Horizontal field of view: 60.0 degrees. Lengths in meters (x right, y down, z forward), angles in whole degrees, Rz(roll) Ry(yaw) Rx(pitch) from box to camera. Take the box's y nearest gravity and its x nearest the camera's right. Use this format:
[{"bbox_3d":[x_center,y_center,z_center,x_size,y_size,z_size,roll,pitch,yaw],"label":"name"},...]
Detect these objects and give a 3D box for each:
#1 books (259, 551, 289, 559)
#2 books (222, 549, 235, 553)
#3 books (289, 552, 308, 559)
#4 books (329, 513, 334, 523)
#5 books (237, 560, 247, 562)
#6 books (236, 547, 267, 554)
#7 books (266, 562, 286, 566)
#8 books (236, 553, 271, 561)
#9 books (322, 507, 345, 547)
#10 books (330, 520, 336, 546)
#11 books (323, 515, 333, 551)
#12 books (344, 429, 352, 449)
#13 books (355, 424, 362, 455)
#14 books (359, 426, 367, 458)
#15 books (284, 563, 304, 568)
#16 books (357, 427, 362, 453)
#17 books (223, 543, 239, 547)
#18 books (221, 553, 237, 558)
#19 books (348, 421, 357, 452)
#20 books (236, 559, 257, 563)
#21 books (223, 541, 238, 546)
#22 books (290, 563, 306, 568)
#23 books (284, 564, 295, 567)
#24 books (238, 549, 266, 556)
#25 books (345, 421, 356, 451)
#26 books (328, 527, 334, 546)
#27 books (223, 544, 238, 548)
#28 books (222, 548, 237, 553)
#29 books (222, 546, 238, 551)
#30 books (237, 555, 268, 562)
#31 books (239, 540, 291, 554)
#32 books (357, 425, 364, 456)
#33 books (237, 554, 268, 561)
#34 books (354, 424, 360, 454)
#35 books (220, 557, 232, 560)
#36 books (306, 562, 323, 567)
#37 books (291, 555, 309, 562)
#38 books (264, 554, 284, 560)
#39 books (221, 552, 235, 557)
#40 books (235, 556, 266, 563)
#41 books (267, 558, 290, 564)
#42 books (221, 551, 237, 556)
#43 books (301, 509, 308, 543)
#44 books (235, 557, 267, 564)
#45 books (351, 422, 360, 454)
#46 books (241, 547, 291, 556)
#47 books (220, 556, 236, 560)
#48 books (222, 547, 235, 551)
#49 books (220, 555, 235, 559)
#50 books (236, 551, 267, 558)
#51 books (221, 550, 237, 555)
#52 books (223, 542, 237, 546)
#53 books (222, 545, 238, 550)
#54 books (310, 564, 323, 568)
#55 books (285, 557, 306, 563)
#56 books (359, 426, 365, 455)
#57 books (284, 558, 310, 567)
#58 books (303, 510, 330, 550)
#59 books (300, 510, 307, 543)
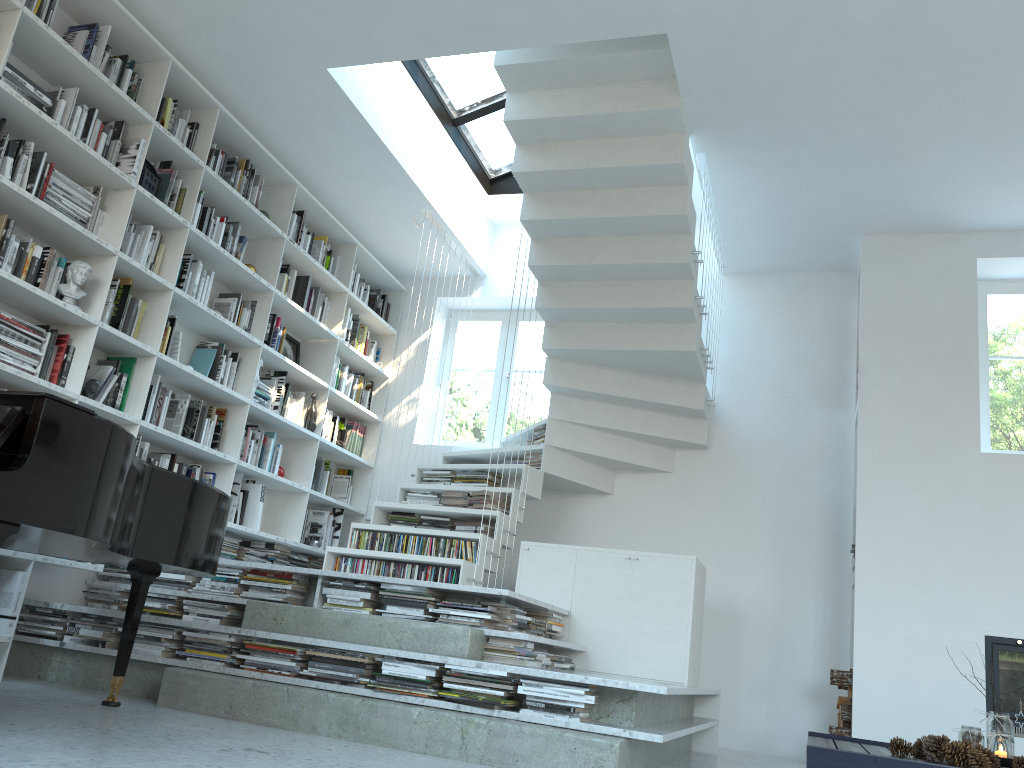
[{"bbox_3d":[-1.621,1.121,5.839,0.243,0.015,0.165,1,-18,22],"label":"books"},{"bbox_3d":[-1.822,1.000,5.385,0.161,0.005,0.255,2,-18,19],"label":"books"},{"bbox_3d":[-1.580,1.164,6.101,0.198,0.017,0.355,2,-18,19],"label":"books"},{"bbox_3d":[-1.379,1.081,6.456,0.141,0.286,0.047,2,-17,19],"label":"books"},{"bbox_3d":[-1.712,1.156,5.710,0.205,0.007,0.369,1,-18,20],"label":"books"},{"bbox_3d":[-1.699,1.083,5.730,0.205,0.007,0.369,1,-18,21],"label":"books"},{"bbox_3d":[-1.627,1.179,5.828,0.235,0.014,0.166,2,-18,19],"label":"books"},{"bbox_3d":[-1.695,1.113,5.719,0.207,0.008,0.329,0,-18,24],"label":"books"},{"bbox_3d":[-1.339,1.075,6.503,0.185,0.334,0.010,2,-17,19],"label":"books"},{"bbox_3d":[-1.374,1.113,6.483,0.140,0.242,0.024,2,-17,19],"label":"books"},{"bbox_3d":[-1.389,1.072,6.393,0.168,0.265,0.031,2,-17,19],"label":"books"},{"bbox_3d":[-1.320,0.438,6.716,0.167,0.216,0.089,2,-17,19],"label":"books"},{"bbox_3d":[-1.264,0.448,6.869,0.169,0.292,0.018,2,-17,19],"label":"books"},{"bbox_3d":[-1.236,0.471,6.932,0.169,0.292,0.018,2,-17,19],"label":"books"},{"bbox_3d":[-1.581,1.233,6.076,0.198,0.008,0.355,3,-18,16],"label":"books"},{"bbox_3d":[-1.263,0.454,6.886,0.169,0.292,0.018,2,-17,19],"label":"books"},{"bbox_3d":[-1.808,0.965,5.395,0.161,0.005,0.255,0,-18,23],"label":"books"},{"bbox_3d":[-1.813,1.027,5.376,0.159,0.007,0.286,3,-17,14],"label":"books"},{"bbox_3d":[-1.292,0.423,6.799,0.169,0.293,0.033,2,-17,19],"label":"books"},{"bbox_3d":[-1.711,1.149,5.712,0.207,0.008,0.329,1,-18,20],"label":"books"},{"bbox_3d":[-1.804,0.955,5.398,0.161,0.005,0.255,3,-17,14],"label":"books"},{"bbox_3d":[-1.583,1.225,6.079,0.198,0.008,0.355,2,-18,17],"label":"books"},{"bbox_3d":[-1.582,1.242,6.073,0.199,0.009,0.316,3,-18,16],"label":"books"},{"bbox_3d":[-1.692,1.091,5.725,0.205,0.007,0.369,3,-17,14],"label":"books"},{"bbox_3d":[-1.304,0.414,6.764,0.169,0.290,0.073,2,-17,19],"label":"books"},{"bbox_3d":[-1.388,1.121,6.419,0.176,0.188,0.024,2,-17,19],"label":"books"},{"bbox_3d":[-1.809,0.969,5.391,0.159,0.005,0.286,3,-17,15],"label":"books"},{"bbox_3d":[-1.817,0.995,5.385,0.159,0.005,0.286,2,-18,17],"label":"books"},{"bbox_3d":[-1.818,0.984,5.389,0.159,0.005,0.286,1,-18,20],"label":"books"},{"bbox_3d":[-1.705,1.128,5.717,0.207,0.008,0.329,1,-18,21],"label":"books"},{"bbox_3d":[-1.620,1.072,5.838,0.266,0.035,0.205,1,-18,20],"label":"books"},{"bbox_3d":[-1.253,0.460,6.901,0.169,0.292,0.018,2,-17,19],"label":"books"},{"bbox_3d":[-1.707,1.120,5.720,0.205,0.007,0.369,2,-18,18],"label":"books"},{"bbox_3d":[-1.274,0.442,6.854,0.169,0.292,0.018,2,-17,19],"label":"books"},{"bbox_3d":[-1.819,1.046,5.371,0.161,0.007,0.255,3,-17,15],"label":"books"},{"bbox_3d":[-1.454,1.317,6.448,0.159,0.009,0.286,1,-18,22],"label":"books"},{"bbox_3d":[-1.576,1.181,6.094,0.198,0.017,0.355,1,-18,21],"label":"books"},{"bbox_3d":[-1.625,1.135,5.829,0.196,0.019,0.173,0,-18,24],"label":"books"},{"bbox_3d":[-1.821,1.020,5.381,0.161,0.007,0.255,1,-18,20],"label":"books"},{"bbox_3d":[-1.703,1.135,5.714,0.207,0.008,0.329,3,-18,16],"label":"books"},{"bbox_3d":[-1.625,1.152,5.832,0.282,0.010,0.169,2,-18,18],"label":"books"},{"bbox_3d":[-1.821,1.013,5.383,0.159,0.007,0.286,1,-18,20],"label":"books"},{"bbox_3d":[-1.487,0.968,6.047,0.151,0.237,0.030,2,-17,19],"label":"books"},{"bbox_3d":[-1.704,1.142,5.712,0.205,0.007,0.369,1,-18,22],"label":"books"},{"bbox_3d":[-1.272,0.431,6.816,0.169,0.292,0.018,2,-17,19],"label":"books"},{"bbox_3d":[-1.619,1.104,5.843,0.285,0.012,0.160,3,-17,15],"label":"books"},{"bbox_3d":[-1.817,1.040,5.373,0.159,0.007,0.286,3,-17,15],"label":"books"},{"bbox_3d":[-1.818,0.990,5.387,0.161,0.005,0.255,2,-18,18],"label":"books"},{"bbox_3d":[-1.823,1.033,5.377,0.161,0.007,0.255,1,-18,20],"label":"books"},{"bbox_3d":[-1.702,1.105,5.724,0.207,0.008,0.329,1,-18,21],"label":"books"},{"bbox_3d":[-1.822,1.007,5.386,0.159,0.007,0.286,2,-18,19],"label":"books"},{"bbox_3d":[-1.809,0.960,5.397,0.159,0.005,0.286,3,-18,16],"label":"books"},{"bbox_3d":[-1.817,0.979,5.390,0.159,0.005,0.286,2,-18,18],"label":"books"},{"bbox_3d":[-1.455,1.325,6.445,0.161,0.009,0.255,1,-18,22],"label":"books"},{"bbox_3d":[-1.573,1.197,6.087,0.199,0.018,0.316,3,-17,15],"label":"books"},{"bbox_3d":[-1.252,0.465,6.919,0.169,0.292,0.018,2,-17,19],"label":"books"},{"bbox_3d":[-1.572,1.214,6.081,0.198,0.017,0.355,0,-18,24],"label":"books"},{"bbox_3d":[-1.403,1.047,6.350,0.159,0.284,0.012,2,-17,19],"label":"books"},{"bbox_3d":[-1.492,0.963,6.026,0.183,0.233,0.014,2,-17,19],"label":"books"}]
